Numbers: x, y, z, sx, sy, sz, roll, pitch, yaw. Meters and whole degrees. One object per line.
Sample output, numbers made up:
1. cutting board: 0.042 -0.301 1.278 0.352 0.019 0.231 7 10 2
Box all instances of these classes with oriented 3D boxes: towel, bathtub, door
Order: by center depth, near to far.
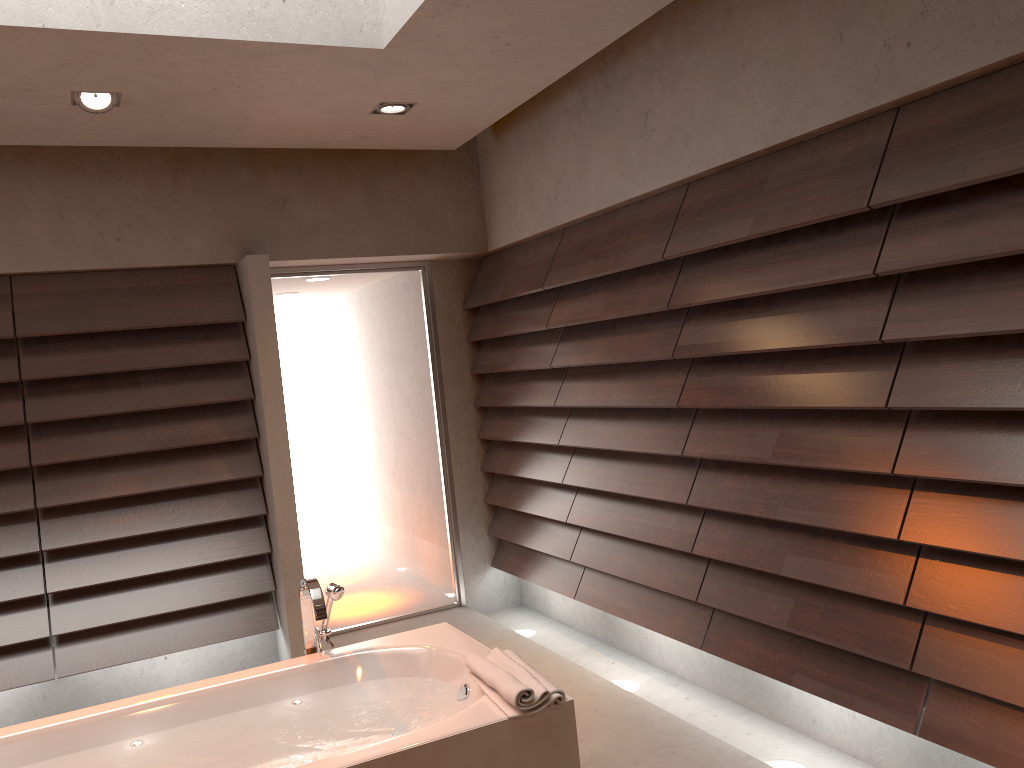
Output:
1. bathtub: -0.939 1.049 2.309 2.000 0.761 0.994 -7 2 -26
2. towel: -0.001 0.793 2.404 0.159 0.068 0.396 -6 2 -20
3. door: -0.834 0.341 4.917 1.007 2.000 0.090 -7 2 -26

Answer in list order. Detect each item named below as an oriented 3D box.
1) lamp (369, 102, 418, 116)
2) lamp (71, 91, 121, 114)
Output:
1. lamp: -0.508 -1.190 3.763 0.165 0.051 0.170 -7 2 -26
2. lamp: -1.533 -1.064 3.264 0.165 0.110 0.170 -7 2 -26
